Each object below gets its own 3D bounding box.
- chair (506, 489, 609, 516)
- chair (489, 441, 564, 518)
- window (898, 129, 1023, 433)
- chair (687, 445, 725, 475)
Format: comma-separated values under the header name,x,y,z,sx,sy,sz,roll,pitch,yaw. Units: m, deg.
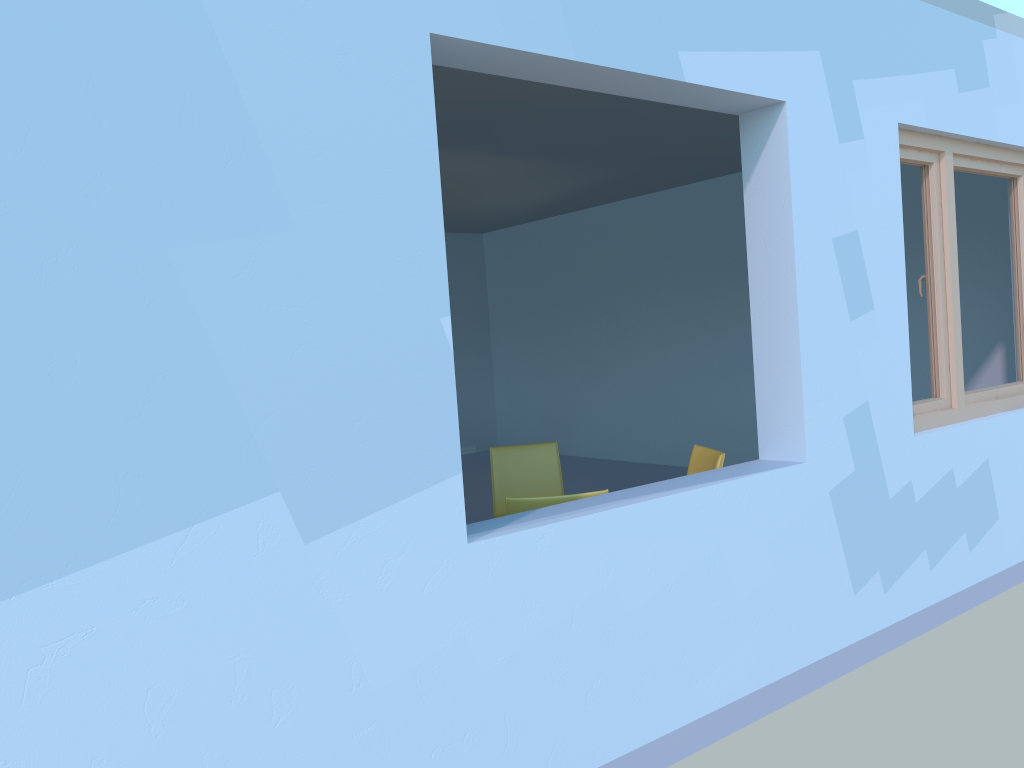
name,x,y,z,sx,sy,sz,roll,pitch,yaw
chair,0.165,0.700,3.175,0.387,0.695,0.484,-4,3,-2
chair,0.109,0.655,4.255,0.387,0.695,0.484,-4,3,-7
window,2.088,-0.476,4.132,1.475,1.263,0.142,-6,3,-38
chair,0.652,0.638,3.764,0.484,0.695,0.387,-4,3,-7
